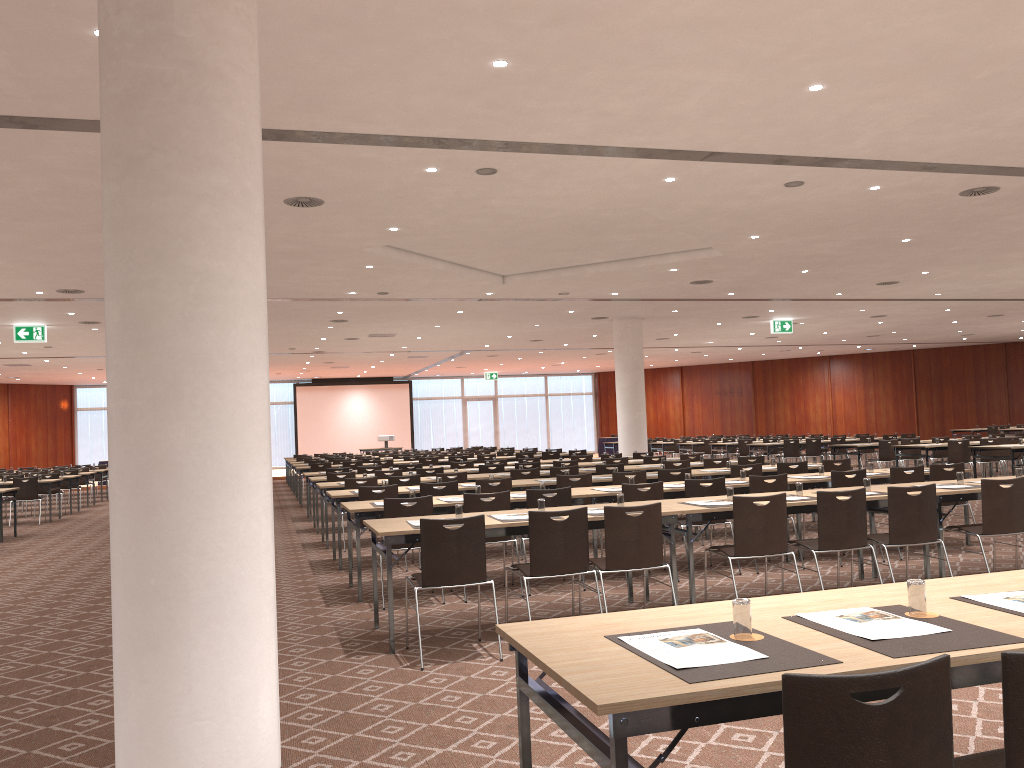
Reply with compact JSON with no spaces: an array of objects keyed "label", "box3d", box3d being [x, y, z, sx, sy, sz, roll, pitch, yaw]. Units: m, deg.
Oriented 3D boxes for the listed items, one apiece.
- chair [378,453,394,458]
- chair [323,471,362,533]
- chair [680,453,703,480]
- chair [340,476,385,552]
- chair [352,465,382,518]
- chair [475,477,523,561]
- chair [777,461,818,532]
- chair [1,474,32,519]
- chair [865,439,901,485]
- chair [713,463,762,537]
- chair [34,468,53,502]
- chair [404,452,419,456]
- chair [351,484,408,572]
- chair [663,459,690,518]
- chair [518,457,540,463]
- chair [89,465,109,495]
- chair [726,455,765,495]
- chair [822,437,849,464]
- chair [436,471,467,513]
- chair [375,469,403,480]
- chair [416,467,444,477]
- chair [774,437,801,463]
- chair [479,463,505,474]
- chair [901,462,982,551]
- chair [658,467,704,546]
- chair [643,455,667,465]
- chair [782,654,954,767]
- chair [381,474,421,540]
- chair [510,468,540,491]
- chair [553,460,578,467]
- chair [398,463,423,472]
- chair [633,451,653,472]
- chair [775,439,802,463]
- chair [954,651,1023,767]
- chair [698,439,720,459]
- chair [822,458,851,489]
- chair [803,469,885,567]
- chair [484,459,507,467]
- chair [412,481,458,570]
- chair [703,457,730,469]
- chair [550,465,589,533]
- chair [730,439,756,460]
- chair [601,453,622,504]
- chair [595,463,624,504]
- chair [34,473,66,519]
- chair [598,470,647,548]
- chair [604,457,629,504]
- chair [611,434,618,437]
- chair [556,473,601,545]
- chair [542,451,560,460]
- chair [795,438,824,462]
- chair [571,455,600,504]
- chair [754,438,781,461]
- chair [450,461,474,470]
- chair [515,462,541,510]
[{"label":"chair","box3d":[-3.595,2.441,25.309,0.535,0.939,0.614,-2,-3,-15]},{"label":"chair","box3d":[-2.641,1.825,13.715,0.535,0.939,0.614,-2,-3,-16]},{"label":"chair","box3d":[3.045,1.668,15.299,0.535,0.939,0.614,-2,-3,-16]},{"label":"chair","box3d":[-2.015,1.702,11.772,0.535,0.939,0.614,-2,-3,-19]},{"label":"chair","box3d":[-2.540,1.921,15.741,0.535,0.939,0.614,-2,-3,-18]},{"label":"chair","box3d":[-0.241,1.553,10.246,0.535,0.939,0.614,-2,-3,-18]},{"label":"chair","box3d":[3.483,1.447,11.233,0.535,0.939,0.614,-2,-3,-15]},{"label":"chair","box3d":[-10.760,2.434,19.199,0.535,0.939,0.614,-2,-3,-18]},{"label":"chair","box3d":[7.818,1.637,18.667,0.535,0.939,0.614,-2,-3,-16]},{"label":"chair","box3d":[2.883,1.468,11.141,0.535,0.939,0.614,-2,-3,-15]},{"label":"chair","box3d":[-13.040,2.803,24.718,0.535,0.939,0.614,-2,-3,-15]},{"label":"chair","box3d":[-2.898,2.423,25.545,0.535,0.939,0.614,-2,-3,-18]},{"label":"chair","box3d":[-1.487,1.583,9.809,0.535,0.939,0.614,-2,-3,-17]},{"label":"chair","box3d":[2.364,1.583,13.026,0.535,0.939,0.614,-2,-3,-16]},{"label":"chair","box3d":[0.287,1.848,16.631,0.535,0.939,0.614,-2,-3,-19]},{"label":"chair","box3d":[-11.718,2.770,25.158,0.535,0.939,0.614,-2,-3,-18]},{"label":"chair","box3d":[3.546,1.551,13.365,0.535,0.939,0.614,-2,-2,-14]},{"label":"chair","box3d":[8.154,1.808,22.392,0.535,0.939,0.614,-2,-3,-16]},{"label":"chair","box3d":[-0.851,1.673,12.149,0.535,0.939,0.614,-2,-3,-19]},{"label":"chair","box3d":[-1.941,1.804,13.871,0.535,0.939,0.614,-2,-3,-17]},{"label":"chair","box3d":[-1.304,1.784,14.018,0.535,0.939,0.614,-2,-2,-13]},{"label":"chair","box3d":[7.586,1.931,24.392,0.535,0.939,0.614,-2,-3,-17]},{"label":"chair","box3d":[-0.360,1.763,14.368,0.535,0.939,0.614,-2,-3,-18]},{"label":"chair","box3d":[4.599,1.318,9.554,0.535,0.939,0.614,-2,-2,-14]},{"label":"chair","box3d":[1.942,1.491,10.827,0.535,0.939,0.614,-2,-2,-13]},{"label":"chair","box3d":[2.372,1.684,15.070,0.535,0.939,0.614,-2,-3,-18]},{"label":"chair","box3d":[0.781,1.108,2.138,0.535,0.939,0.614,-2,-3,-14]},{"label":"chair","box3d":[-1.457,1.685,11.896,0.535,0.939,0.614,-2,-3,-17]},{"label":"chair","box3d":[0.147,1.643,12.391,0.535,0.939,0.614,-2,-3,-18]},{"label":"chair","box3d":[0.854,1.727,14.672,0.535,0.939,0.614,-2,-3,-15]},{"label":"chair","box3d":[-1.839,1.906,16.022,0.535,0.939,0.614,-2,-3,-14]},{"label":"chair","box3d":[2.487,1.784,17.181,0.535,0.939,0.614,-2,-3,-18]},{"label":"chair","box3d":[6.873,1.843,22.026,0.535,0.939,0.614,-2,-2,-14]},{"label":"chair","box3d":[1.305,1.091,2.252,0.535,0.939,0.614,-2,-3,-18]},{"label":"chair","box3d":[5.771,2.087,26.011,0.535,0.939,0.614,-2,-3,-16]},{"label":"chair","box3d":[4.105,1.432,11.447,0.535,0.939,0.614,-2,-3,-19]},{"label":"chair","box3d":[3.379,1.347,9.125,0.535,0.939,0.614,-2,-3,-19]},{"label":"chair","box3d":[-0.323,1.863,16.412,0.535,0.939,0.614,-2,-3,-16]},{"label":"chair","box3d":[-0.838,1.567,10.031,0.535,0.939,0.614,-2,-3,-15]},{"label":"chair","box3d":[2.993,1.568,13.250,0.535,0.939,0.614,-2,-3,-18]},{"label":"chair","box3d":[0.703,1.630,12.594,0.535,0.939,0.614,-2,-3,-18]},{"label":"chair","box3d":[6.275,1.970,24.078,0.535,0.939,0.614,-2,-3,-15]},{"label":"chair","box3d":[1.869,1.803,17.040,0.535,0.939,0.614,-2,-3,-16]},{"label":"chair","box3d":[1.358,1.609,12.702,0.535,0.939,0.614,-2,-3,-17]},{"label":"chair","box3d":[-10.039,2.407,19.260,0.535,0.939,0.614,-2,-3,-19]},{"label":"chair","box3d":[1.363,1.505,10.625,0.535,0.939,0.614,-2,-3,-15]},{"label":"chair","box3d":[1.718,1.706,14.963,0.535,0.939,0.614,-2,-3,-14]},{"label":"chair","box3d":[4.341,2.533,36.378,0.535,0.939,0.614,-2,-3,-16]},{"label":"chair","box3d":[0.704,1.525,10.473,0.535,0.939,0.614,-2,-2,-14]},{"label":"chair","box3d":[0.855,2.010,20.350,0.535,0.939,0.614,-2,-3,-17]},{"label":"chair","box3d":[7.503,1.830,22.290,0.535,0.939,0.614,-2,-3,-15]},{"label":"chair","box3d":[1.285,1.817,16.837,0.535,0.939,0.614,-2,-3,-17]},{"label":"chair","box3d":[6.965,1.944,24.130,0.535,0.939,0.614,-2,-3,-14]},{"label":"chair","box3d":[-0.925,1.877,16.204,0.535,0.939,0.614,-2,-2,-14]},{"label":"chair","box3d":[0.230,1.743,14.457,0.535,0.939,0.614,-2,-3,-15]}]
